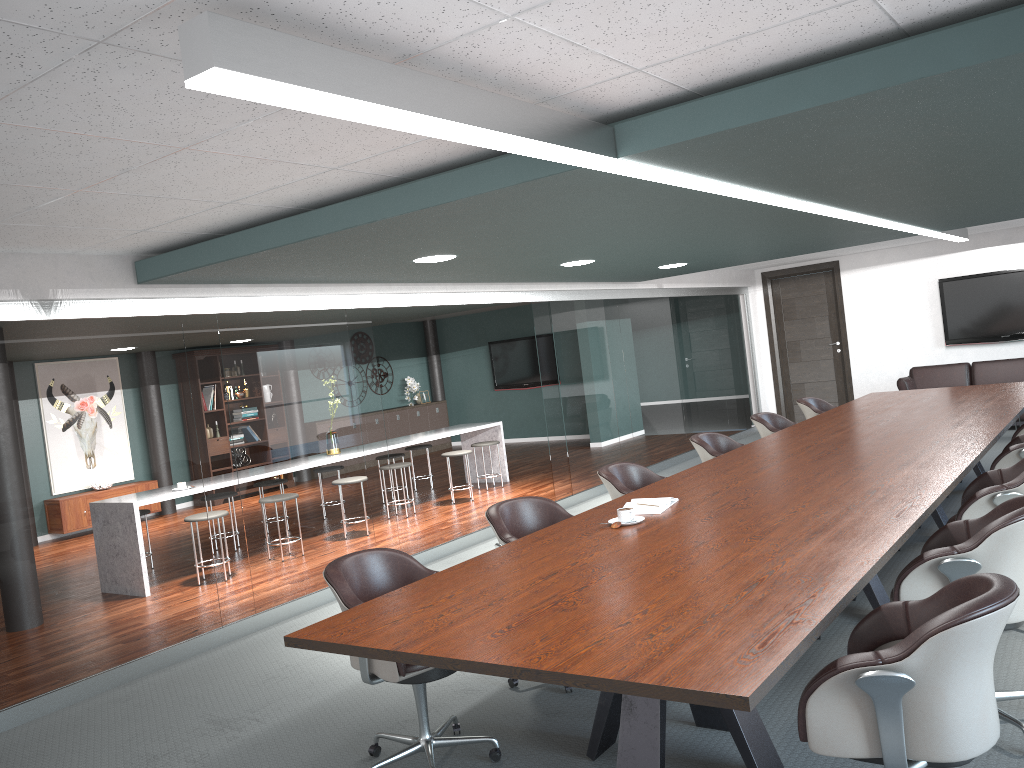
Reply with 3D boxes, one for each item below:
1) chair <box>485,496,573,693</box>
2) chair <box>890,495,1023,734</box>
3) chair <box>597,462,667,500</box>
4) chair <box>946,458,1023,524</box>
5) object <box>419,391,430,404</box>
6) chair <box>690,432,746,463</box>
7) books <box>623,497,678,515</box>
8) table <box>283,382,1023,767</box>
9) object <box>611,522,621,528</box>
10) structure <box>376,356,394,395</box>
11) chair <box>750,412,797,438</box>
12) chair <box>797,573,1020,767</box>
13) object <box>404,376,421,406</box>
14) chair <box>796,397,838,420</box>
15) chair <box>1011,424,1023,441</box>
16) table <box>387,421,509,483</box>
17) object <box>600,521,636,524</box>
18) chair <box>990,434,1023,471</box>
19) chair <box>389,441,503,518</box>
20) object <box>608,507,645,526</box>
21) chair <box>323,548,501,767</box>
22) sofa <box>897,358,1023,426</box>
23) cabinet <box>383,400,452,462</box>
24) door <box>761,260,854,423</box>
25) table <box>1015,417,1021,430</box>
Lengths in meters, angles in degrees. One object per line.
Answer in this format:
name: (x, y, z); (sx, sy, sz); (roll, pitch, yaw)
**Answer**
chair: (0.175, 0.901, 3.948); (0.535, 0.761, 0.518); (-8, 2, -34)
chair: (1.549, 0.762, 2.977); (0.523, 0.761, 0.533); (-6, 2, 17)
chair: (0.761, 0.804, 4.768); (0.518, 0.761, 0.535); (-5, 2, 42)
chair: (2.150, 0.662, 3.821); (0.523, 0.761, 0.533); (-7, 2, 12)
object: (-1.470, 0.222, 14.914); (0.174, 0.207, 0.042); (-8, 2, -35)
chair: (1.455, 0.689, 5.741); (0.518, 0.761, 0.535); (-5, 2, 42)
books: (0.586, 0.511, 3.786); (0.180, 0.032, 0.285); (-6, 2, 26)
table: (1.883, 0.692, 4.842); (1.374, 0.706, 6.694); (-6, 2, 36)
object: (0.406, 0.549, 3.452); (0.044, 0.021, 0.041); (-6, 2, 28)
structure: (-2.508, -0.232, 14.033); (0.017, 1.178, 1.791); (-6, 2, 36)
chair: (2.082, 0.586, 6.606); (0.523, 0.761, 0.533); (-6, 2, 17)
chair: (0.979, 0.856, 2.164); (0.518, 0.761, 0.535); (-5, 2, 42)
object: (-1.652, 0.105, 14.809); (0.221, 0.495, 0.600); (-7, 2, 10)
chair: (2.719, 0.480, 7.513); (0.518, 0.761, 0.535); (-5, 2, 42)
chair: (3.433, 0.450, 5.615); (0.523, 0.761, 0.533); (-6, 2, 21)
table: (-1.641, 1.017, 8.505); (0.609, 0.699, 4.577); (-6, 2, 36)
object: (0.416, 0.548, 3.480); (0.155, 0.012, 0.034); (-7, 2, 13)
chair: (2.823, 0.552, 4.747); (0.518, 0.761, 0.535); (-5, 2, 42)
chair: (-1.660, 1.112, 8.566); (1.479, 0.512, 4.029); (-6, 2, 35)
object: (0.452, 0.524, 3.518); (0.146, 0.056, 0.146); (-8, 2, -30)
chair: (-0.374, 0.991, 3.180); (0.518, 0.761, 0.535); (-5, 2, 42)
sofa: (5.584, 0.112, 8.673); (1.976, 0.728, 4.057); (-7, 2, -11)
cabinet: (-4.788, 1.286, 10.353); (0.402, 0.820, 12.287); (-6, 2, 36)
door: (3.976, -0.508, 11.858); (1.038, 2.130, 0.139); (-6, 2, 36)
table: (4.656, 0.414, 8.583); (1.477, 0.359, 0.926); (-6, 2, 36)
